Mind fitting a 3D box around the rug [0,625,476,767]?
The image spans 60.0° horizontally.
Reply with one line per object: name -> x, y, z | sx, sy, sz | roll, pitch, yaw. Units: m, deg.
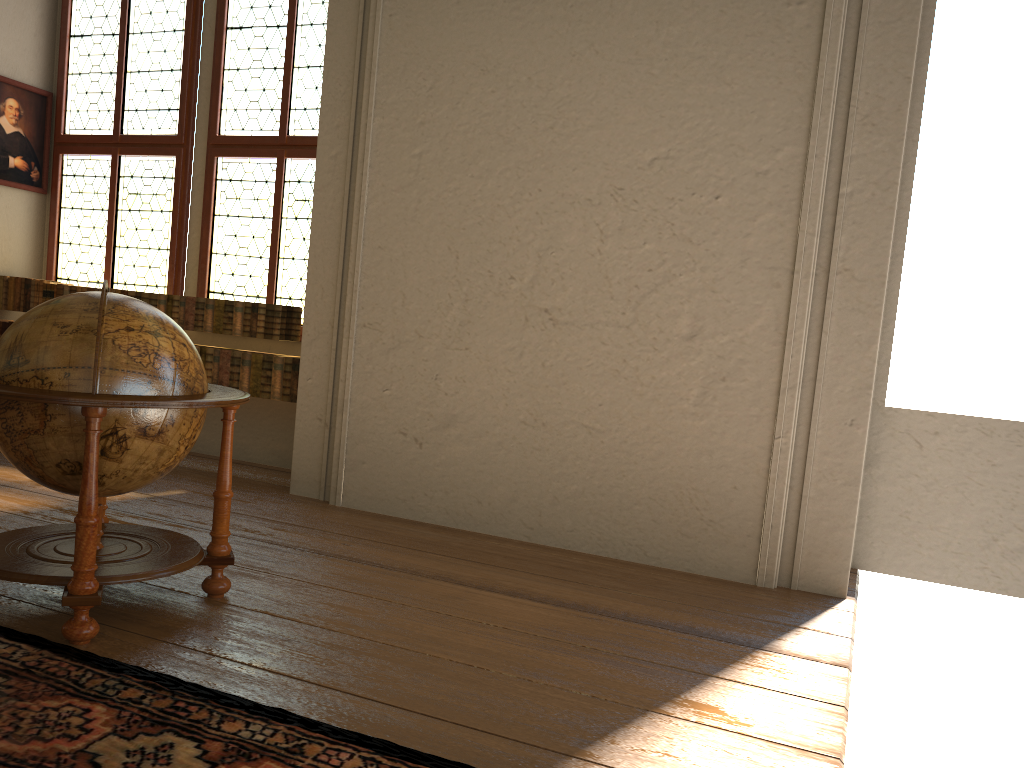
rug -> -12.321, -0.144, 5.228 | 36.872, 0.064, 4.702 | 7, 3, 22

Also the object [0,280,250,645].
object -> -1.856, 0.261, 3.971 | 1.279, 1.451, 1.277 | 3, 4, -30
